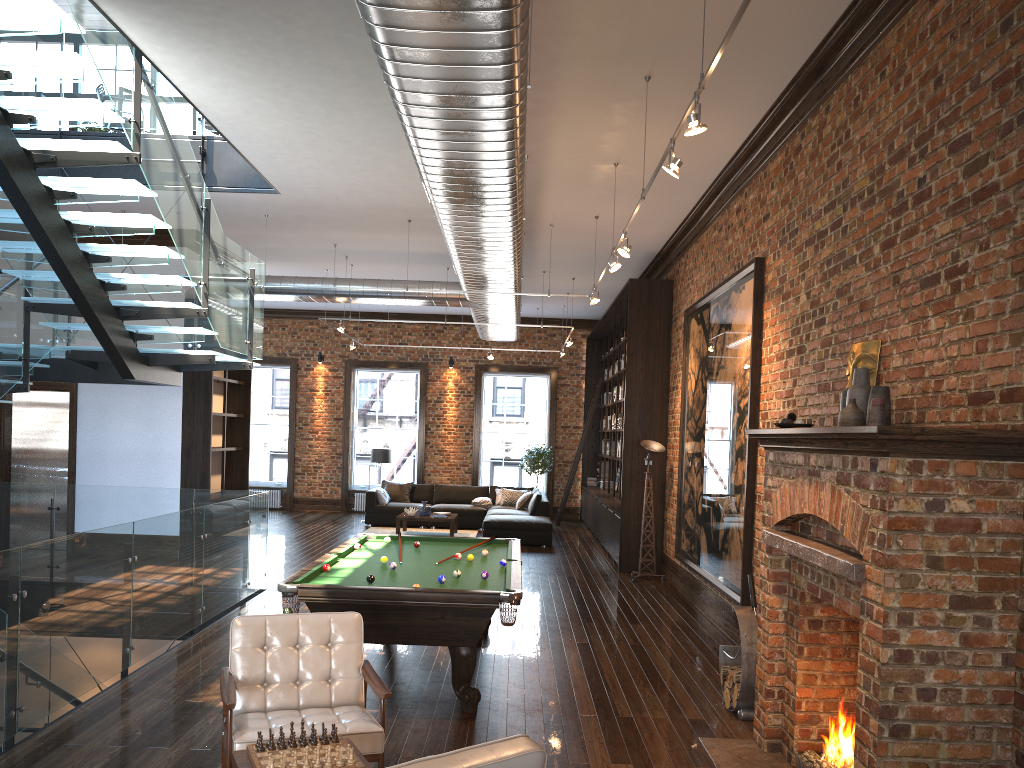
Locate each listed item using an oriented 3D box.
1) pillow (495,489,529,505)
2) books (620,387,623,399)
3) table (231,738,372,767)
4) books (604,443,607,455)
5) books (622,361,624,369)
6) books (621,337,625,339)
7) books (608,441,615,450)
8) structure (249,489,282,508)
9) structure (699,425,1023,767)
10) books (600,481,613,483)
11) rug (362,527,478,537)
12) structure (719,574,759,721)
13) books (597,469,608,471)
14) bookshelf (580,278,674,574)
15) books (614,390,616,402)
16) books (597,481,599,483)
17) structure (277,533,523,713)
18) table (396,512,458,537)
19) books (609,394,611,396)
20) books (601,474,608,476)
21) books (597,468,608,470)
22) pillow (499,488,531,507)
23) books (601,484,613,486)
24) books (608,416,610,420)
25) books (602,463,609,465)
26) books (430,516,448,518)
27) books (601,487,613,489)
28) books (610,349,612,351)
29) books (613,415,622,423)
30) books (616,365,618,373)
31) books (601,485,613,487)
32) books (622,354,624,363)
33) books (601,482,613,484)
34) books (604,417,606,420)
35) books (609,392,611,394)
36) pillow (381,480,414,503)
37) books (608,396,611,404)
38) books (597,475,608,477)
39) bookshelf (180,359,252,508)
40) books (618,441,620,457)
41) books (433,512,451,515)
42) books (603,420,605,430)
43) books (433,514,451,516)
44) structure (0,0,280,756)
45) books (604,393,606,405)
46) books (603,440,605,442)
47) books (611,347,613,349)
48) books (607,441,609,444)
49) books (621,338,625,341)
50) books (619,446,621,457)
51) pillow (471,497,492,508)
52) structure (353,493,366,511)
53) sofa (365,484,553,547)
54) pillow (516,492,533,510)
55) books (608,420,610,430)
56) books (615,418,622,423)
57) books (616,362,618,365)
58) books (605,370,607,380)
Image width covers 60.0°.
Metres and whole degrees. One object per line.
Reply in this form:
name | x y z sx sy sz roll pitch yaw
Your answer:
pillow | -0.008 2.257 17.557 0.703 0.338 0.270 2 0 1
books | 2.029 0.174 15.508 0.272 0.241 0.083 2 1 0
table | -0.838 1.742 3.517 0.517 0.495 0.462 2 -1 -25
books | 2.019 1.357 18.491 0.212 0.233 0.019 2 1 0
books | 2.045 -0.308 15.656 0.193 0.202 0.027 2 1 0
books | 2.079 -0.815 16.021 0.215 0.015 0.319 2 -3 -2
books | 2.056 1.322 18.284 0.129 0.283 0.030 2 1 0
structure | -5.720 2.527 19.614 1.301 0.396 0.215 2 0 0
structure | 1.610 1.182 4.501 0.887 1.908 1.999 2 -1 0
books | 1.956 2.025 18.314 0.227 0.007 0.372 2 -3 -5
rug | -1.652 2.671 15.667 2.021 0.003 2.116 2 -3 0
structure | 1.737 1.757 5.941 0.538 0.920 0.927 2 -1 1
books | 1.985 1.864 19.220 0.260 0.028 0.316 2 -3 0
bookshelf | 1.841 0.800 15.759 0.600 4.000 7.413 2 -2 0
books | 2.051 0.238 17.034 0.178 0.286 0.087 2 1 0
books | 1.976 2.129 19.232 0.241 0.023 0.262 2 -3 5
structure | -0.709 1.773 6.975 1.552 0.852 2.959 2 -3 0
table | -1.499 2.510 15.789 1.000 0.345 1.001 2 -3 0
books | 2.060 0.326 18.193 0.166 0.250 0.079 2 1 0
books | 2.007 1.968 19.228 0.183 0.034 0.271 2 -3 6
books | 1.987 1.841 19.220 0.240 0.019 0.228 2 -3 -4
pillow | 0.065 2.223 17.377 0.611 0.362 0.288 2 0 4
books | 1.961 2.079 18.315 0.227 0.007 0.371 2 -3 4
books | 2.034 0.791 17.890 0.185 0.286 0.036 2 1 0
books | 2.005 1.729 19.217 0.207 0.022 0.247 2 -3 -5
books | -1.271 2.316 15.470 0.262 0.024 0.205 3 -4 -22
books | 1.959 2.147 18.316 0.229 0.008 0.330 2 -3 4
books | 2.088 -0.683 17.852 0.216 0.018 0.376 2 -3 -2
books | 2.033 0.740 17.035 0.189 0.287 0.013 2 2 0
books | 2.053 -0.247 16.672 0.187 0.200 0.030 2 1 0
books | 1.964 2.102 18.315 0.229 0.008 0.330 2 -3 -2
books | 2.061 -0.359 15.832 0.186 0.329 0.069 2 1 0
books | 1.966 2.040 18.314 0.229 0.008 0.330 2 -3 3
books | 2.055 0.847 18.941 0.179 0.299 0.015 2 2 0
books | 2.062 0.313 18.264 0.190 0.281 0.006 2 2 0
pillow | -2.316 2.134 17.603 0.700 0.440 0.304 2 0 1
books | 2.051 0.345 18.173 0.185 0.211 0.069 2 1 0
books | 1.986 1.994 19.229 0.250 0.020 0.317 2 -3 0
bookshelf | -4.273 0.664 12.908 0.400 3.521 1.781 2 1 0
books | 2.028 1.184 16.171 0.184 0.301 0.016 2 2 0
books | -1.249 2.310 15.809 0.205 0.028 0.262 0 -4 33
books | 2.021 0.855 18.455 0.231 0.225 0.024 2 1 0
books | -1.252 2.336 15.817 0.205 0.024 0.262 0 -4 35
structure | -4.306 0.271 6.373 3.576 14.512 7.039 2 1 0
books | 2.052 0.348 18.900 0.179 0.286 0.024 2 1 0
books | 2.043 1.358 19.064 0.183 0.301 0.015 2 2 0
books | 2.102 -0.717 17.851 0.192 0.007 0.365 2 -3 2
books | 2.059 1.331 18.463 0.159 0.285 0.014 2 2 0
books | 2.082 -0.799 16.021 0.199 0.017 0.303 2 -3 -4
books | 2.022 1.219 15.976 0.174 0.207 0.031 2 1 0
pillow | -0.589 2.321 17.353 0.409 0.204 0.611 2 -3 -2
structure | -2.865 2.625 19.603 1.301 0.396 0.215 2 0 0
sofa | -1.058 2.329 16.315 3.500 0.804 3.453 2 -3 0
pillow | 0.231 2.235 16.910 0.314 0.355 0.629 2 -2 0
books | 2.015 0.808 17.477 0.236 0.203 0.046 2 1 0
books | 2.050 0.766 16.983 0.147 0.233 0.036 2 1 0
books | 2.063 -0.276 16.734 0.192 0.267 0.016 2 2 0
books | 2.049 -0.169 18.447 0.235 0.252 0.028 2 1 0
